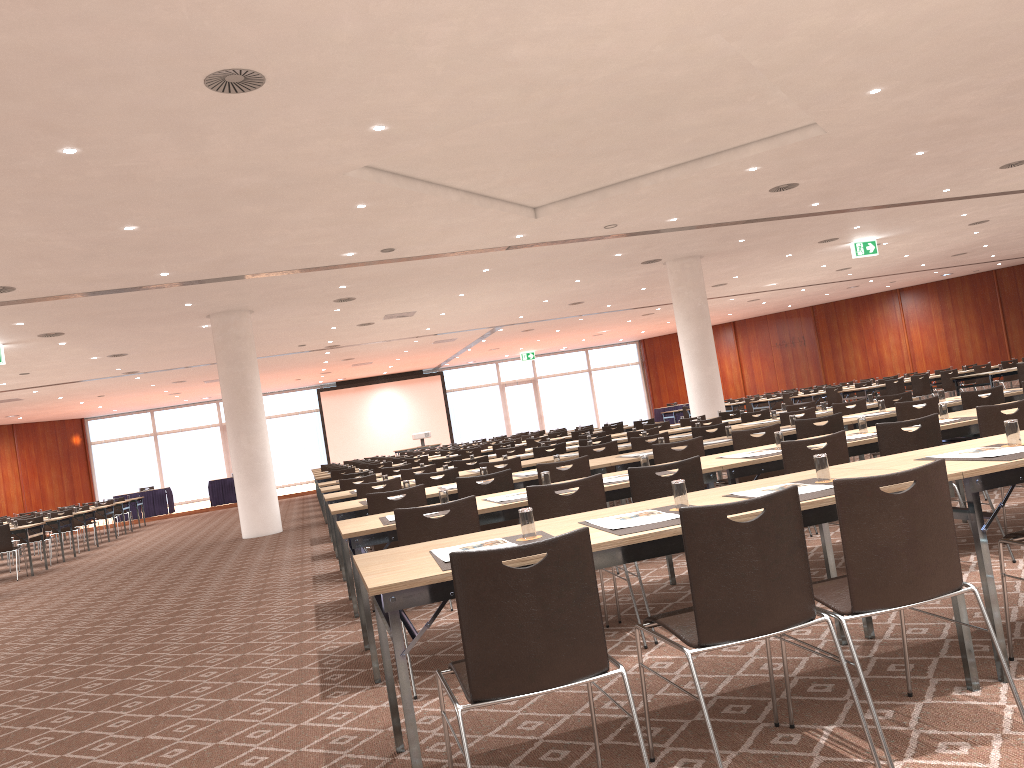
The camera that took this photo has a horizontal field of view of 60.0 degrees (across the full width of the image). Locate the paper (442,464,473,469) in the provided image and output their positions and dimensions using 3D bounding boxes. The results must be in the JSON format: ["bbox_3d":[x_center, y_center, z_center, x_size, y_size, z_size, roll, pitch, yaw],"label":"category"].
[{"bbox_3d":[-0.655,1.053,11.349,0.460,0.003,0.566,-8,-3,-17],"label":"paper"}]

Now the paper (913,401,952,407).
[{"bbox_3d":[3.951,0.194,8.429,0.283,0.006,0.398,-8,-3,-17],"label":"paper"}]

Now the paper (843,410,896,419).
[{"bbox_3d":[3.385,0.279,8.237,0.460,0.003,0.566,-8,-3,-14],"label":"paper"}]

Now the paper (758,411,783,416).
[{"bbox_3d":[3.710,0.407,12.400,0.460,0.003,0.566,-8,-3,-13],"label":"paper"}]

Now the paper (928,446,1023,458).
[{"bbox_3d":[2.058,0.296,3.865,0.283,0.006,0.398,-8,-3,-15],"label":"paper"}]

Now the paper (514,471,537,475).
[{"bbox_3d":[0.205,0.747,7.523,0.283,0.006,0.398,-8,-3,-16],"label":"paper"}]

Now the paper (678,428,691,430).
[{"bbox_3d":[2.480,0.590,12.113,0.460,0.003,0.566,-8,-3,-15],"label":"paper"}]

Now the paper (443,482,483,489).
[{"bbox_3d":[-0.416,0.839,7.375,0.283,0.006,0.398,-8,-3,-15],"label":"paper"}]

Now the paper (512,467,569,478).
[{"bbox_3d":[0.248,0.742,7.474,0.460,0.003,0.566,-8,-3,-13],"label":"paper"}]

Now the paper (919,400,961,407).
[{"bbox_3d":[4.014,0.186,8.390,0.460,0.003,0.566,-8,-3,-13],"label":"paper"}]

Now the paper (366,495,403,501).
[{"bbox_3d":[-1.039,0.931,7.218,0.283,0.006,0.398,-8,-2,-12],"label":"paper"}]

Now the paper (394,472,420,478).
[{"bbox_3d":[-1.259,1.143,11.215,0.460,0.003,0.566,-8,-3,-14],"label":"paper"}]

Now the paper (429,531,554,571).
[{"bbox_3d":[-0.055,0.609,3.272,0.460,0.003,0.566,-9,-2,-10],"label":"paper"}]

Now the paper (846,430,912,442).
[{"bbox_3d":[2.281,0.353,5.910,0.460,0.003,0.566,-8,-3,-15],"label":"paper"}]

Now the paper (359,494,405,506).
[{"bbox_3d":[-0.987,0.924,7.148,0.460,0.003,0.566,-8,-3,-14],"label":"paper"}]

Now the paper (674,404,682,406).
[{"bbox_3d":[6.131,0.768,32.605,0.460,0.003,0.566,-8,-3,-14],"label":"paper"}]

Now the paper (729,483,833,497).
[{"bbox_3d":[1.109,0.437,3.648,0.283,0.006,0.398,-8,-2,-12],"label":"paper"}]

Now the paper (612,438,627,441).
[{"bbox_3d":[1.458,0.740,11.933,0.283,0.006,0.398,-8,-3,-14],"label":"paper"}]

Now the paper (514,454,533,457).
[{"bbox_3d":[0.309,0.910,11.578,0.460,0.003,0.566,-8,-3,-17],"label":"paper"}]

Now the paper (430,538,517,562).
[{"bbox_3d":[-0.142,0.622,3.340,0.283,0.006,0.398,-8,-3,-13],"label":"paper"}]

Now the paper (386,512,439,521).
[{"bbox_3d":[-0.601,0.779,5.293,0.283,0.006,0.398,-8,-3,-12],"label":"paper"}]

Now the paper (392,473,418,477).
[{"bbox_3d":[-1.358,1.156,11.254,0.283,0.006,0.398,-8,-3,-13],"label":"paper"}]

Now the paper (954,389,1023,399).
[{"bbox_3d":[4.653,0.092,8.557,0.460,0.003,0.566,-9,-2,-11],"label":"paper"}]

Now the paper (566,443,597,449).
[{"bbox_3d":[0.918,0.820,11.727,0.460,0.003,0.566,-8,-3,-12],"label":"paper"}]

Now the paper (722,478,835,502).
[{"bbox_3d":[1.192,0.425,3.587,0.460,0.003,0.566,-8,-3,-16],"label":"paper"}]

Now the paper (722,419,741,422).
[{"bbox_3d":[3.026,0.508,12.323,0.283,0.006,0.398,-8,-3,-13],"label":"paper"}]

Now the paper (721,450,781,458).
[{"bbox_3d":[1.574,0.457,5.818,0.283,0.006,0.398,-8,-3,-13],"label":"paper"}]

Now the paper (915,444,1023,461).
[{"bbox_3d":[2.102,0.290,3.794,0.460,0.003,0.566,-8,-3,-13],"label":"paper"}]

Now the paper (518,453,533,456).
[{"bbox_3d":[0.230,0.922,11.645,0.283,0.006,0.398,-8,-3,-16],"label":"paper"}]

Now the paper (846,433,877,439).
[{"bbox_3d":[2.236,0.359,5.972,0.283,0.006,0.398,-8,-3,-13],"label":"paper"}]

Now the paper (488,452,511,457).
[{"bbox_3d":[-0.169,1.070,13.527,0.460,0.003,0.566,-9,-2,-10],"label":"paper"}]

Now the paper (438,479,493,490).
[{"bbox_3d":[-0.367,0.835,7.349,0.460,0.003,0.566,-9,-2,-11],"label":"paper"}]

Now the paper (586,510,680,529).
[{"bbox_3d":[0.475,0.530,3.488,0.283,0.006,0.398,-9,-2,-11],"label":"paper"}]

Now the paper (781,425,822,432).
[{"bbox_3d":[2.464,0.415,8.024,0.460,0.003,0.566,-9,-2,-11],"label":"paper"}]

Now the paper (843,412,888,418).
[{"bbox_3d":[3.305,0.290,8.287,0.283,0.006,0.398,-8,-3,-13],"label":"paper"}]

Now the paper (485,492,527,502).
[{"bbox_3d":[0.011,0.688,5.441,0.283,0.006,0.398,-8,-3,-13],"label":"paper"}]

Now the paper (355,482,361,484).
[{"bbox_3d":[-1.945,1.243,11.116,0.283,0.006,0.398,-9,-2,-11],"label":"paper"}]

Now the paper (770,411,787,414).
[{"bbox_3d":[3.681,0.412,12.487,0.283,0.006,0.398,-8,-3,-12],"label":"paper"}]

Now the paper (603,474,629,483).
[{"bbox_3d":[0.655,0.592,5.572,0.283,0.006,0.398,-8,-3,-12],"label":"paper"}]

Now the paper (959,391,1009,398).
[{"bbox_3d":[4.577,0.102,8.594,0.283,0.006,0.398,-8,-3,-16],"label":"paper"}]

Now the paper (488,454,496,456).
[{"bbox_3d":[-0.238,1.079,13.575,0.283,0.006,0.398,-8,-3,-14],"label":"paper"}]

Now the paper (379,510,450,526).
[{"bbox_3d":[-0.544,0.771,5.237,0.460,0.003,0.566,-8,-2,-12],"label":"paper"}]

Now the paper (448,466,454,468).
[{"bbox_3d":[-0.719,1.062,11.407,0.283,0.006,0.398,-8,-3,-14],"label":"paper"}]

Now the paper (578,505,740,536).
[{"bbox_3d":[0.548,0.521,3.441,0.460,0.003,0.566,-9,-2,-11],"label":"paper"}]

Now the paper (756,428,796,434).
[{"bbox_3d":[2.374,0.426,8.038,0.283,0.006,0.398,-8,-3,-15],"label":"paper"}]

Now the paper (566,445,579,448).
[{"bbox_3d":[0.848,0.831,11.800,0.283,0.006,0.398,-9,-2,-10],"label":"paper"}]

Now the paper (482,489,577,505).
[{"bbox_3d":[0.096,0.676,5.385,0.460,0.003,0.566,-8,-3,-15],"label":"paper"}]

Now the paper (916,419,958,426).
[{"bbox_3d":[2.837,0.270,6.123,0.283,0.006,0.398,-8,-3,-14],"label":"paper"}]

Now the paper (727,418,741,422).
[{"bbox_3d":[3.114,0.497,12.297,0.460,0.003,0.566,-8,-3,-15],"label":"paper"}]

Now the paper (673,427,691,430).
[{"bbox_3d":[2.404,0.599,12.150,0.283,0.006,0.398,-8,-3,-12],"label":"paper"}]

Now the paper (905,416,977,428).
[{"bbox_3d":[2.895,0.263,6.070,0.460,0.003,0.566,-8,-3,-14],"label":"paper"}]

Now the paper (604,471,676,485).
[{"bbox_3d":[0.735,0.583,5.558,0.460,0.003,0.566,-9,-2,-10],"label":"paper"}]

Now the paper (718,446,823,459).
[{"bbox_3d":[1.654,0.445,5.751,0.460,0.003,0.566,-8,-3,-13],"label":"paper"}]

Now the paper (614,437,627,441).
[{"bbox_3d":[1.524,0.732,11.897,0.460,0.003,0.566,-8,-3,-14],"label":"paper"}]
